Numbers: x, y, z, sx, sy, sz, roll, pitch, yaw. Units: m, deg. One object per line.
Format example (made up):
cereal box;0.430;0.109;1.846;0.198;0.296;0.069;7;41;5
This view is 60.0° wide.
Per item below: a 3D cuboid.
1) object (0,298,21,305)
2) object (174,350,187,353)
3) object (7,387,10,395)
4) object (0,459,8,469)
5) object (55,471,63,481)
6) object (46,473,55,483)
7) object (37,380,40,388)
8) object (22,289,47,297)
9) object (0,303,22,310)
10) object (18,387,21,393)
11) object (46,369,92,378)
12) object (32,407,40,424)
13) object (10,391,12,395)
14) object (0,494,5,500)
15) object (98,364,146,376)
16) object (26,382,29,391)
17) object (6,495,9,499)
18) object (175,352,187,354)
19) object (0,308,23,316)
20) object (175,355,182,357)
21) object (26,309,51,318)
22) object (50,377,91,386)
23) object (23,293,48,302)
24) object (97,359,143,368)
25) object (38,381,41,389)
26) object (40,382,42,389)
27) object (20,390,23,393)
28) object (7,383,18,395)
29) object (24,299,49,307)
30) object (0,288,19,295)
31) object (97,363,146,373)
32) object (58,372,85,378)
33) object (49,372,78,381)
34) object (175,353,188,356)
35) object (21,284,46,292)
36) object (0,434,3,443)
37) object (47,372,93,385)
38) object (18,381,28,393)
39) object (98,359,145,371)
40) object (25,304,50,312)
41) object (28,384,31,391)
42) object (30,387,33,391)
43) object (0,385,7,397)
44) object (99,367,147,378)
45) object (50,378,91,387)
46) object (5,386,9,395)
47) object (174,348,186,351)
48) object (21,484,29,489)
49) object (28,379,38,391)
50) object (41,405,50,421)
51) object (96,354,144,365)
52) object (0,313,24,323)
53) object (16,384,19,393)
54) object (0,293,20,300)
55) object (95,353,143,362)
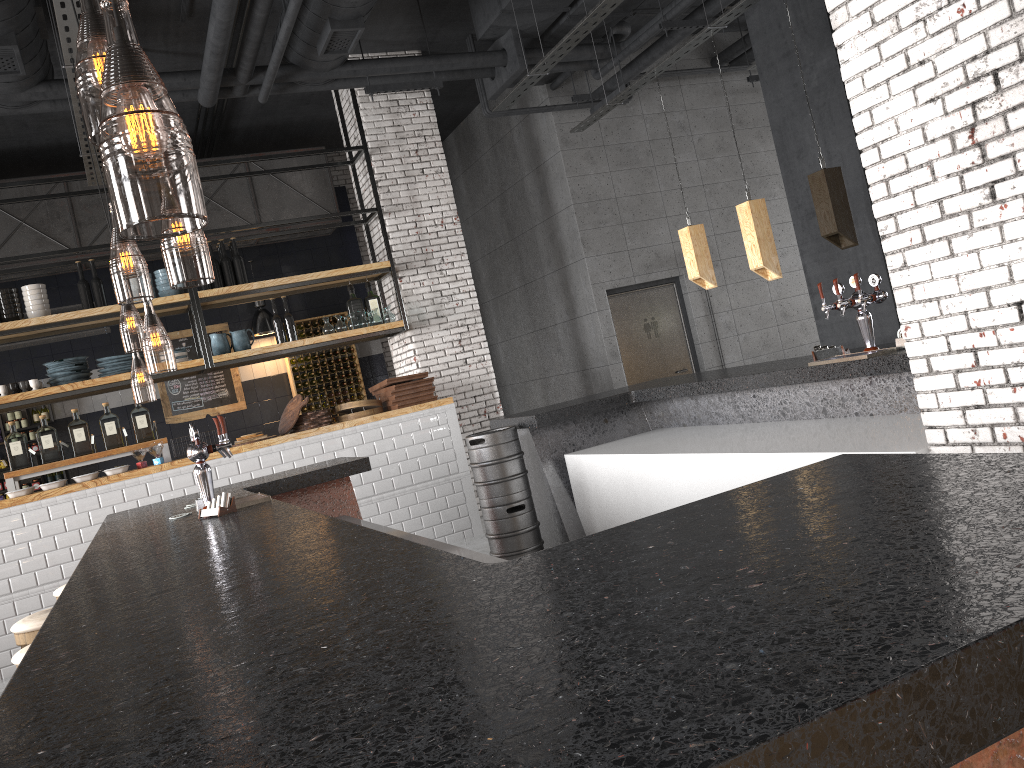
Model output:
object;-4.344;-0.673;7.656;0.197;0.102;0.196;-13;0;-13
object;-3.113;-0.270;8.126;0.265;0.034;0.265;-13;1;-10
object;-4.331;0.079;7.596;0.072;0.097;0.072;-13;0;-35
object;-5.806;0.909;10.120;0.092;0.112;0.100;-13;0;-37
object;-5.289;1.022;10.327;0.079;0.281;0.079;-13;0;-19
object;-5.369;1.041;10.288;0.079;0.281;0.079;-13;0;-4
object;-4.073;0.020;7.583;0.072;0.097;0.072;-13;0;-19
object;-4.162;-0.761;7.743;0.197;0.100;0.196;-13;0;-27
object;-4.331;-0.631;7.655;0.196;0.107;0.197;-13;0;38
object;-4.258;0.062;7.628;0.072;0.097;0.072;-13;0;6
object;-3.884;-0.083;7.784;0.372;0.071;0.373;-13;1;-11
object;-5.539;0.320;10.295;0.079;0.281;0.079;-13;-1;41
object;-4.376;0.088;7.703;0.072;0.097;0.072;-13;0;-34
object;-5.813;1.302;10.074;0.092;0.108;0.105;-13;0;-12
object;-3.469;-0.113;7.960;0.453;0.042;0.455;-12;1;42
object;-4.143;0.036;7.551;0.072;0.097;0.072;-13;0;26
object;-5.716;1.280;10.116;0.106;0.108;0.089;-13;0;27
object;-3.110;-0.252;8.125;0.263;0.029;0.264;-12;1;43
object;-4.325;-0.587;7.658;0.196;0.101;0.196;-13;0;-4
object;-3.104;-0.231;8.125;0.263;0.032;0.264;-13;1;25
object;-4.121;-0.589;7.739;0.196;0.105;0.197;-12;1;45
object;-3.870;-0.011;7.781;0.335;0.046;0.333;-13;1;-38
object;-4.155;-0.718;7.745;0.196;0.103;0.196;-13;0;-7
object;-3.482;-0.184;7.960;0.452;0.065;0.455;-12;1;30
object;-4.118;0.029;7.690;0.072;0.097;0.072;-13;0;-24
object;-4.163;0.038;7.798;0.072;0.097;0.072;-13;0;-23
object;-4.303;0.071;7.736;0.072;0.097;0.072;-13;0;21
object;-4.168;0.043;7.413;0.072;0.097;0.072;-13;0;-3
object;-4.141;-0.675;7.740;0.196;0.104;0.196;-13;0;12
object;-4.364;-0.760;7.661;0.196;0.103;0.197;-12;1;43
object;-3.472;-0.137;7.961;0.454;0.050;0.454;-13;1;-3
object;-3.881;-0.049;7.783;0.334;0.052;0.335;-13;1;7
object;-3.883;-0.061;7.782;0.335;0.045;0.334;-13;1;-27
object;-3.108;-0.241;8.125;0.263;0.028;0.263;-13;1;4
object;-4.172;-0.804;7.746;0.196;0.103;0.197;-12;1;45
object;-5.868;0.624;10.122;0.092;0.108;0.105;-13;0;-12
object;-3.878;-0.031;7.784;0.374;0.067;0.371;-13;1;-42
object;-4.098;0.027;7.444;0.072;0.097;0.072;-13;0;-14
object;-3.480;-0.160;7.959;0.453;0.062;0.453;-13;1;21
object;-4.133;-0.632;7.739;0.196;0.104;0.197;-12;1;43
object;-4.188;0.045;7.659;0.072;0.097;0.072;-13;0;-15
object;-4.233;0.054;7.766;0.072;0.097;0.072;-13;0;34
object;-4.241;0.061;7.381;0.072;0.097;0.072;-13;0;17
object;-3.463;-0.089;7.961;0.455;0.033;0.453;-13;1;-41
object;-3.867;0.003;7.782;0.334;0.033;0.335;-12;1;36
object;-4.286;0.070;7.488;0.072;0.097;0.072;-13;0;-22
object;-3.117;-0.280;8.125;0.265;0.037;0.265;-13;1;-28
object;-5.578;1.200;10.167;0.076;0.111;0.076;-13;0;32
object;-4.028;0.011;7.475;0.072;0.097;0.072;-13;0;9
object;-5.454;0.300;10.332;0.079;0.281;0.079;-13;0;-29
object;-3.489;-0.205;7.961;0.454;0.048;0.454;-13;1;4
object;-4.317;-0.543;7.660;0.196;0.104;0.196;-13;0;13
object;-4.213;0.052;7.521;0.072;0.097;0.072;-13;0;5
object;-4.353;-0.717;7.657;0.197;0.102;0.196;-13;0;-30
object;-3.492;-0.230;7.962;0.453;0.062;0.454;-13;1;-8
